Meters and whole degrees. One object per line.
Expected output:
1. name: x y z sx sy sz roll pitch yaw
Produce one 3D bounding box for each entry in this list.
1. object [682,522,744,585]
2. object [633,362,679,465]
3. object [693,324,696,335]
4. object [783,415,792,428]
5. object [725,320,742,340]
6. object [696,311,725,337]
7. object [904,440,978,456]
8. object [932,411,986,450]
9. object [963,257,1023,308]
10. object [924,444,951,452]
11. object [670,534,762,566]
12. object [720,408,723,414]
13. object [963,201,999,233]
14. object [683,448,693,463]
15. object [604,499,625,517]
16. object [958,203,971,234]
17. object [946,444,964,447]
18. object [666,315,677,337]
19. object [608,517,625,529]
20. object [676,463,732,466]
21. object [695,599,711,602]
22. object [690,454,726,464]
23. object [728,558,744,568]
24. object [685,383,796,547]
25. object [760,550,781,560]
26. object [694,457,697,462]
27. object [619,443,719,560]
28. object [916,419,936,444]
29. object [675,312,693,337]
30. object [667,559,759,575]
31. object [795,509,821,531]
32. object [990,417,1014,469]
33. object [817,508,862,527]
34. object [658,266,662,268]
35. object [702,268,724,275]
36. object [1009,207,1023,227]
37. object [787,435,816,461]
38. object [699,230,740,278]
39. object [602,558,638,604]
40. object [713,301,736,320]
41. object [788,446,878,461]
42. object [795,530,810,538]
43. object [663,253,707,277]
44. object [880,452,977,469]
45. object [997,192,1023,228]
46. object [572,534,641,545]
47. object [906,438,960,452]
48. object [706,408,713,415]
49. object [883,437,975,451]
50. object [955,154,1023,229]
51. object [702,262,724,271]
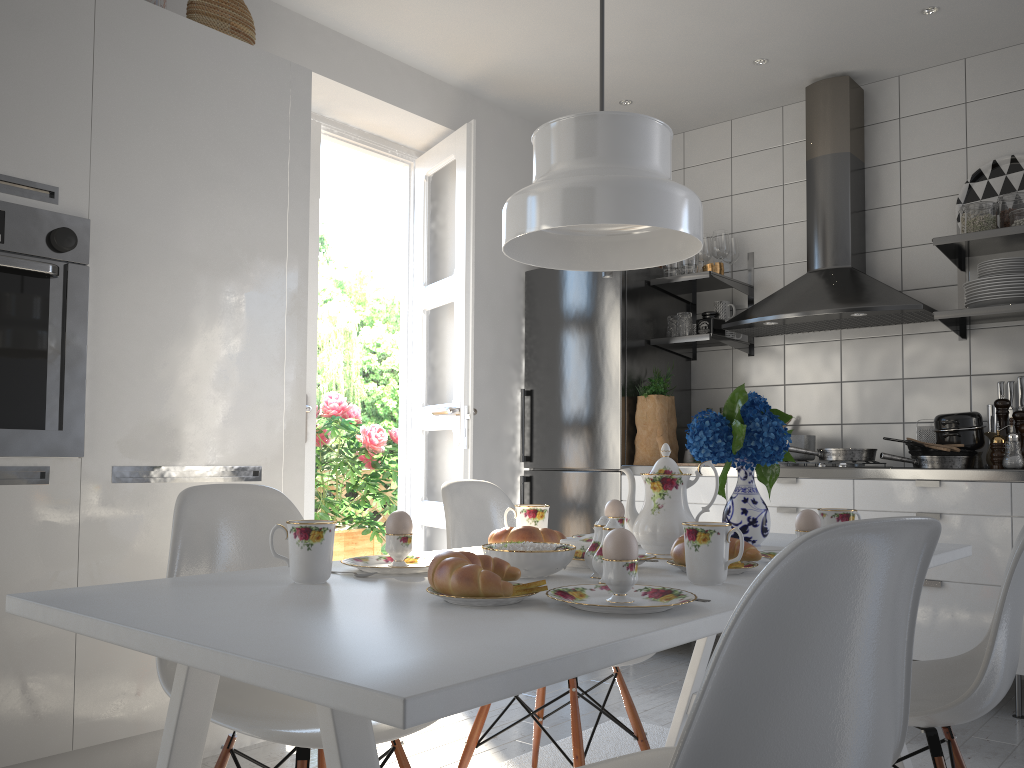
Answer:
1. object: 0.311 0.268 1.400 0.078 0.095 0.091 1 -4 -13
2. object: 0.672 0.135 4.113 0.174 0.508 0.283 -1 -4 28
3. object: 0.924 -0.244 4.429 0.083 0.100 0.109 0 -4 9
4. object: 1.198 0.257 4.113 0.221 0.232 0.081 0 -3 1
5. object: 1.056 -0.254 4.297 0.108 0.100 0.083 -2 -4 29
6. object: 0.934 -0.278 4.165 0.100 0.122 0.100 3 -5 -40
7. object: 1.626 0.262 3.445 0.347 0.082 0.244 1 -5 -8
8. object: 1.732 0.185 3.437 0.190 0.159 0.198 0 -4 1
9. object: 1.903 -0.371 3.405 0.306 0.194 0.301 -4 -6 45
10. object: 1.589 0.238 3.393 0.064 0.044 0.336 0 -5 7
11. object: 0.350 0.294 1.577 0.161 0.057 0.124 4 -6 -35
12. object: 1.028 0.254 4.289 0.089 0.281 0.082 -2 -4 40
13. object: 1.806 -0.626 3.411 0.121 0.130 0.121 -1 -4 26
14. object: 0.841 0.346 4.227 0.046 0.084 0.046 -1 -3 18
15. object: 0.241 0.302 2.077 0.048 0.063 0.048 -3 -5 44
16. object: 1.863 -0.633 3.563 0.121 0.170 0.121 2 -4 -30
17. object: 1.639 0.245 3.410 0.065 0.021 0.337 0 -5 4
18. object: 0.784 -0.268 4.268 0.086 0.119 0.086 3 -4 -39
19. object: 0.240 0.339 2.075 0.048 0.057 0.048 1 -4 -9
20. object: 0.870 0.358 3.920 0.330 0.012 0.220 -4 -6 40
21. object: 0.216 0.297 1.262 0.140 0.011 0.032 -4 -7 43
22. object: 0.865 0.334 3.922 0.142 0.053 0.276 4 -6 -34
23. object: 0.366 0.310 1.527 0.070 0.036 0.109 4 -6 -41
24. object: 0.534 0.187 2.062 0.266 0.376 0.236 -3 -5 42
25. object: 0.569 0.336 1.698 0.201 0.016 0.201 5 -7 -45
26. object: 0.900 0.304 4.238 0.059 0.172 0.059 0 -3 0
27. object: 0.316 0.234 1.785 0.140 0.230 0.149 2 -4 -32
28. object: 1.736 0.249 3.691 0.101 0.201 0.081 -1 -4 30
29. object: 0.811 -0.276 4.172 0.086 0.119 0.086 -2 -4 37
30. object: 0.352 0.322 1.558 0.158 0.016 0.158 5 -6 -40
31. object: 0.569 0.272 1.702 0.048 0.063 0.048 -3 -5 44
32. object: 1.834 0.222 3.317 0.080 0.192 0.058 -1 -3 29
33. object: 0.688 0.312 1.871 0.078 0.095 0.091 -2 -4 34
34. object: 0.705 -0.649 4.494 0.097 0.194 0.097 -2 -4 40
35. object: 0.947 -0.518 4.168 0.100 0.036 0.100 3 -5 -30
36. object: 1.920 -0.609 3.302 0.121 0.079 0.121 -2 -5 26
37. object: 1.162 0.259 3.897 0.348 0.153 0.200 1 -4 -10
38. object: 1.002 -0.608 4.350 0.193 0.244 0.206 -2 -5 38
39. object: 0.145 0.261 1.183 0.048 0.057 0.048 1 -4 -9
40. object: 1.029 -0.352 4.322 0.083 0.100 0.109 1 -4 -16
41. object: 1.308 0.283 3.630 0.351 0.060 0.233 -1 -5 19
42. object: 0.568 0.309 1.700 0.048 0.057 0.048 1 -4 -9
43. object: 0.825 -0.563 4.244 0.190 0.134 0.229 -2 -5 31
44. object: 1.624 0.300 3.474 0.351 0.060 0.233 -1 -5 19
45. object: 1.947 -0.644 3.427 0.121 0.170 0.121 2 -4 -30
46. object: 0.240 0.366 2.074 0.201 0.016 0.201 5 -7 -45
47. object: 1.605 0.232 3.393 0.059 0.060 0.335 1 -5 -2
48. object: 0.969 0.259 4.346 0.066 0.282 0.066 -2 -3 35
49. object: 1.636 0.248 3.438 0.356 0.080 0.246 5 -6 -42
50. object: 2.021 -0.739 3.605 0.395 0.393 0.053 -3 -4 40
51. object: 0.945 -0.540 4.169 0.100 0.048 0.100 3 -5 -26
